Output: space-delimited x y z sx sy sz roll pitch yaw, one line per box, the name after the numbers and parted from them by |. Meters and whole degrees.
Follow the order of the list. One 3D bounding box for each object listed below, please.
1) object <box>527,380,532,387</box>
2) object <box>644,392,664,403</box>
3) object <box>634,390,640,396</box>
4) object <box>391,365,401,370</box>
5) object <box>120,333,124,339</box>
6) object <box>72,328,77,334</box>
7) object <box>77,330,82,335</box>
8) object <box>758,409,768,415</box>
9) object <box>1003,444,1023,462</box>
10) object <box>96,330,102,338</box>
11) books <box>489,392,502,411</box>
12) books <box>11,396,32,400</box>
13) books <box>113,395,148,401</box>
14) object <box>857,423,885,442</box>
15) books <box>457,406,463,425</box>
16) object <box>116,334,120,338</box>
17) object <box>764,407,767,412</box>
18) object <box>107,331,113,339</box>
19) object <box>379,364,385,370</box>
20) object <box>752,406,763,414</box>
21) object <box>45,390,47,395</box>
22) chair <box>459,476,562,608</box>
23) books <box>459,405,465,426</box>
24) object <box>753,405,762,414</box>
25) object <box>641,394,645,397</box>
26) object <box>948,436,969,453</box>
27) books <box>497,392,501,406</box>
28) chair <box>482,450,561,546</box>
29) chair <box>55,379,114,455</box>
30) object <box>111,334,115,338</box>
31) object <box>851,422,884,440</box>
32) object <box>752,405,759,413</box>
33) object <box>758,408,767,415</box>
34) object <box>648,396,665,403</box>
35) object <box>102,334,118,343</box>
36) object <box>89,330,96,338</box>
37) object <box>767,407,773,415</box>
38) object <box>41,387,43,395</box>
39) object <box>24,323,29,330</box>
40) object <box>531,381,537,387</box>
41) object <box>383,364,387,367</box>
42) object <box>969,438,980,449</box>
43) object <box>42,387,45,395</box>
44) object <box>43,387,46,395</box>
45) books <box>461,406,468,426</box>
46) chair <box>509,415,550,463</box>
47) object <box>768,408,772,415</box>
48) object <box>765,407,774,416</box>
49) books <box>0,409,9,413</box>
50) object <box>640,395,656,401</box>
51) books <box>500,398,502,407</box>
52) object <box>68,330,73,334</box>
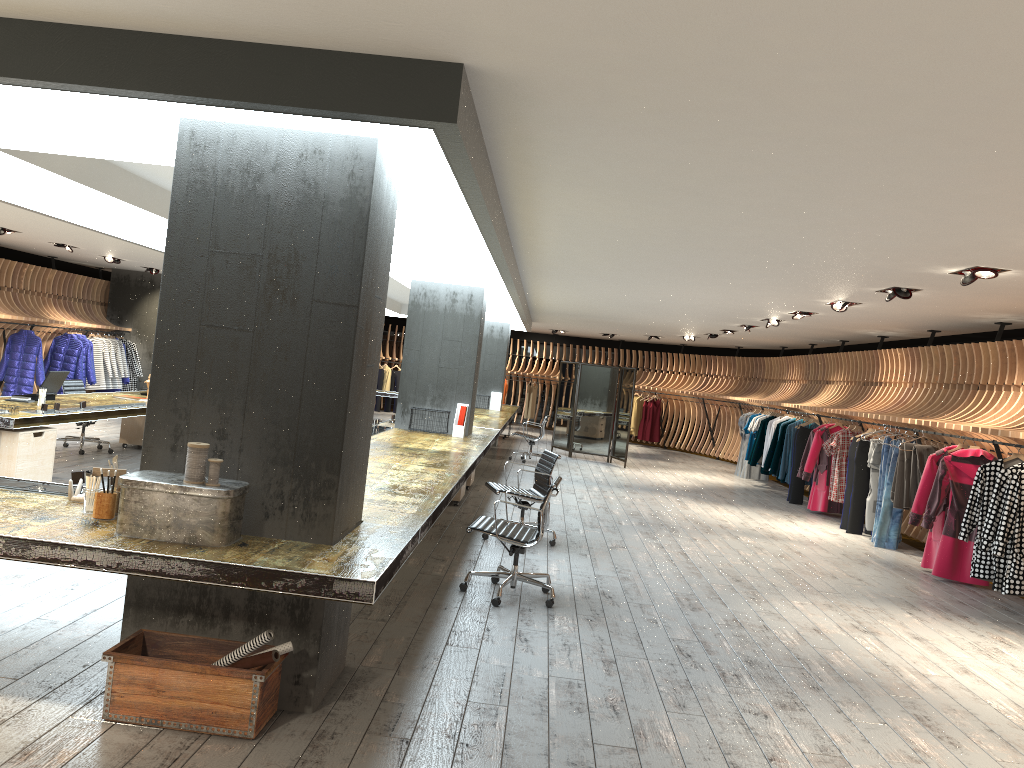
0.525 -0.050 25.078 0.012 0.270 0.525 6 1 17 | object
3.662 0.341 22.789 0.525 0.270 0.012 7 0 2 | object
3.269 0.285 23.270 0.525 0.270 0.012 7 0 2 | object
-3.288 -0.487 25.211 0.525 0.270 0.012 7 0 27 | object
-8.137 -0.908 18.527 0.518 0.313 0.012 7 0 2 | object
-8.211 -0.907 16.663 0.523 0.291 0.012 7 0 2 | object
-8.219 -0.919 16.842 0.525 0.270 0.012 7 0 2 | object
4.871 0.576 16.997 0.524 0.288 0.015 7 0 12 | object
4.572 0.677 8.018 0.525 0.270 0.012 7 0 22 | object
-8.167 -0.905 17.540 0.518 0.313 0.012 7 0 2 | object
-0.330 0.353 17.985 0.215 0.368 0.073 6 0 2 | books
-4.814 0.137 8.669 0.186 0.027 0.112 6 1 -13 | books
-4.472 0.163 10.385 0.366 0.026 0.213 7 1 13 | books
4.692 0.637 11.352 0.525 0.270 0.012 7 0 2 | object
-0.617 0.434 10.493 0.048 0.368 0.215 6 0 2 | books
-8.141 -0.904 18.339 0.516 0.316 0.012 7 0 2 | object
4.915 0.572 17.129 0.525 0.270 0.012 7 0 27 | object
-8.150 -0.910 17.981 0.518 0.313 0.012 7 0 2 | object
-3.768 -0.540 25.068 0.525 0.270 0.012 7 0 37 | object
4.917 0.564 17.610 0.525 0.270 0.012 7 0 17 | object
-4.454 0.114 8.452 0.007 0.170 0.030 6 0 32 | object
0.002 1.071 6.290 0.667 0.859 0.693 6 0 -2 | chair
-0.596 0.436 10.492 0.048 0.368 0.215 6 0 2 | books
4.915 0.561 17.746 0.525 0.270 0.012 6 0 -8 | object
3.405 0.303 23.095 0.012 0.270 0.524 6 0 42 | object
4.615 0.666 9.078 0.525 0.270 0.012 7 0 22 | object
-0.329 0.352 18.013 0.215 0.368 0.075 6 0 2 | books
0.075 1.046 8.366 0.667 0.859 0.694 6 0 -22 | chair
-5.228 0.403 10.952 0.667 0.859 0.693 6 0 -7 | chair
-8.199 -0.938 18.182 0.525 0.270 0.012 7 0 2 | object
4.692 0.633 11.565 0.525 0.270 0.012 7 0 42 | object
4.928 0.560 17.891 0.525 0.270 0.012 7 0 17 | object
4.930 0.568 17.436 0.525 0.270 0.012 6 0 -13 | object
3.715 0.349 22.703 0.525 0.270 0.012 6 0 -23 | object
-8.157 -0.908 17.802 0.518 0.313 0.012 7 0 2 | object
-8.177 -0.902 17.304 0.518 0.313 0.012 7 0 2 | object
4.914 0.583 16.801 0.523 0.290 0.013 6 0 -3 | object
-4.473 0.112 8.424 0.007 0.170 0.030 7 0 -41 | object
-8.285 -0.900 15.131 0.525 0.270 0.012 7 0 2 | object
0.653 -0.035 25.056 0.012 0.270 0.525 6 1 22 | object
-3.584 -0.519 25.140 0.012 0.270 0.525 7 0 -43 | object
4.567 0.666 8.757 0.525 0.270 0.012 7 0 32 | object
-4.464 0.113 8.426 0.030 0.170 0.007 6 0 23 | object
-4.457 0.114 8.433 0.030 0.170 0.007 6 0 -4 | object
-0.574 0.439 10.491 0.048 0.368 0.215 6 0 2 | books
0.315 0.957 15.785 0.667 0.859 0.693 6 0 -2 | chair
4.901 0.585 16.697 0.524 0.285 0.013 6 0 -3 | object
4.895 0.574 16.889 0.525 0.270 0.012 7 0 7 | object
-4.314 0.221 7.422 0.155 0.025 0.110 6 1 -3 | books
3.561 0.328 22.914 0.525 0.270 0.012 6 0 -23 | object
-0.327 0.352 18.055 0.215 0.368 0.047 6 0 2 | books
-8.250 -0.904 16.523 0.523 0.292 0.012 7 0 2 | object
